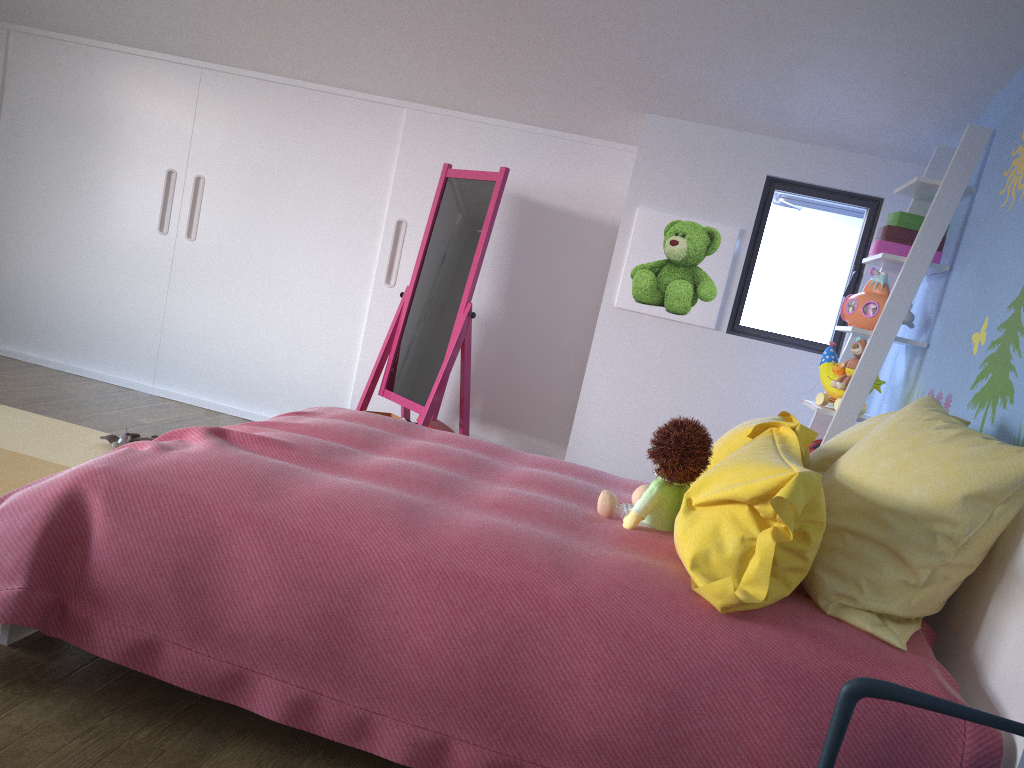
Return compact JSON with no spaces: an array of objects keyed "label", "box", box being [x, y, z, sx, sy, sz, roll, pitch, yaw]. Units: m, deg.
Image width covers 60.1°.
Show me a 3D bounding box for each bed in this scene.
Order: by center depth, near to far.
[{"label":"bed","box":[-0.005,0.349,2.501,2.312,0.818,1.915,14,7,9]}]

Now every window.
[{"label":"window","box":[1.276,-0.527,3.886,0.584,0.753,0.207,14,9,9]}]

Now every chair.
[{"label":"chair","box":[0.697,0.717,1.275,0.416,0.680,0.509,13,8,6]}]

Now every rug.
[{"label":"rug","box":[-1.884,0.312,2.754,1.198,0.006,2.188,14,7,9]}]

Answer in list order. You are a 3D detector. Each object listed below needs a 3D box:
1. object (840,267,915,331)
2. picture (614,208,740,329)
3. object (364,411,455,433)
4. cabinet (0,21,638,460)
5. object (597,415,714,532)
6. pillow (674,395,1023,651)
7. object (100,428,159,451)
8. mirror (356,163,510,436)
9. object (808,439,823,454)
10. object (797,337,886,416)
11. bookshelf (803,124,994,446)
[{"label":"object","box":[1.350,-0.304,3.243,0.158,0.236,0.292,9,8,-20]},{"label":"picture","box":[0.721,-0.506,3.884,0.449,0.447,0.026,14,9,9]},{"label":"object","box":[-0.452,0.216,4.173,0.369,0.160,0.440,8,8,-35]},{"label":"cabinet","box":[-1.580,-0.756,4.672,4.223,1.779,0.052,14,9,9]},{"label":"object","box":[0.401,0.241,2.363,0.286,0.345,0.249,4,12,-46]},{"label":"pillow","box":[0.816,0.237,2.354,0.678,0.536,1.338,14,7,10]},{"label":"object","box":[-1.386,0.256,3.516,0.400,0.112,0.599,9,8,-32]},{"label":"mirror","box":[-0.370,-0.267,4.073,0.418,1.501,0.604,5,12,-39]},{"label":"object","box":[1.166,0.281,3.365,0.321,0.185,0.252,15,8,15]},{"label":"object","box":[1.224,-0.043,3.283,0.154,0.283,0.368,10,8,-18]},{"label":"bookshelf","box":[1.262,-0.005,3.308,0.380,1.867,0.388,14,9,9]}]
